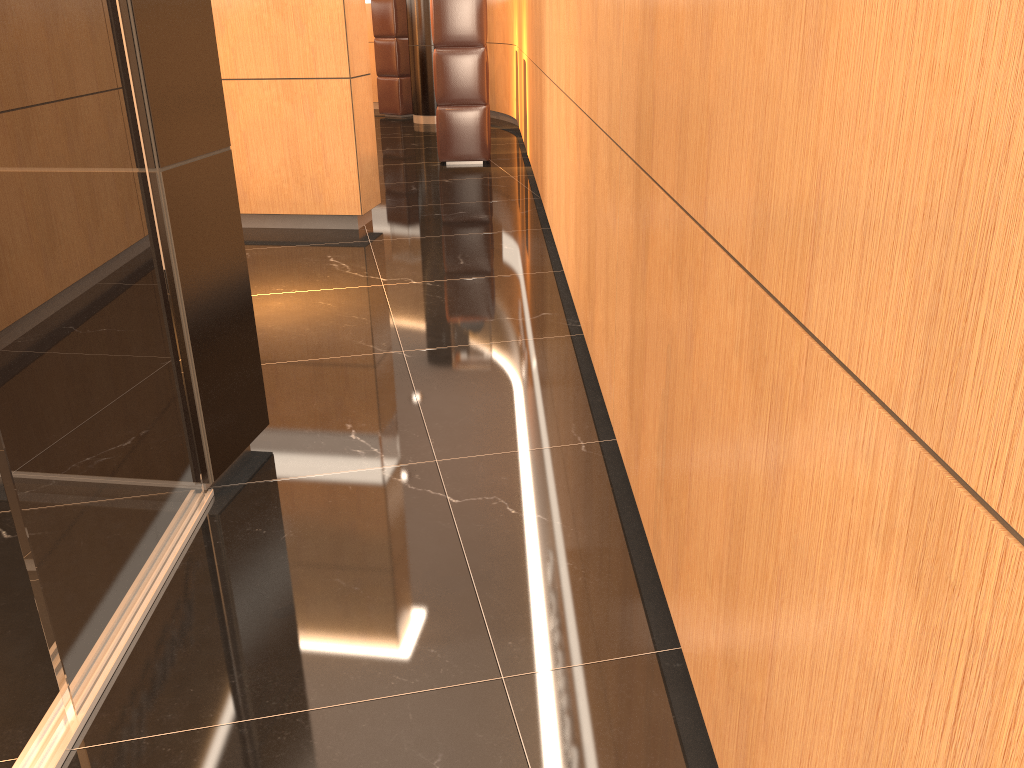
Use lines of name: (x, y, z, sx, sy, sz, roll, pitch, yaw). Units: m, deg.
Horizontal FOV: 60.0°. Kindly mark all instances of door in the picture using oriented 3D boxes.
door: (-0.847, -0.707, 0.773, 0.098, 3.285, 2.473, -2, 23, -1)

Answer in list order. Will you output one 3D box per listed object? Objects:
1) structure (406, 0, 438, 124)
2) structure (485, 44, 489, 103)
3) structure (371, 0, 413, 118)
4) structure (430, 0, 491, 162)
structure: (-1.011, -4.993, 10.859, 0.613, 3.430, 0.613, 0, 23, 3)
structure: (-0.521, -3.813, 9.863, 0.498, 2.000, 0.484, -2, 23, -1)
structure: (-1.536, -4.630, 11.872, 0.498, 2.000, 0.484, 19, 30, 39)
structure: (-0.461, -3.027, 7.935, 0.498, 1.968, 0.484, -2, 23, -1)
